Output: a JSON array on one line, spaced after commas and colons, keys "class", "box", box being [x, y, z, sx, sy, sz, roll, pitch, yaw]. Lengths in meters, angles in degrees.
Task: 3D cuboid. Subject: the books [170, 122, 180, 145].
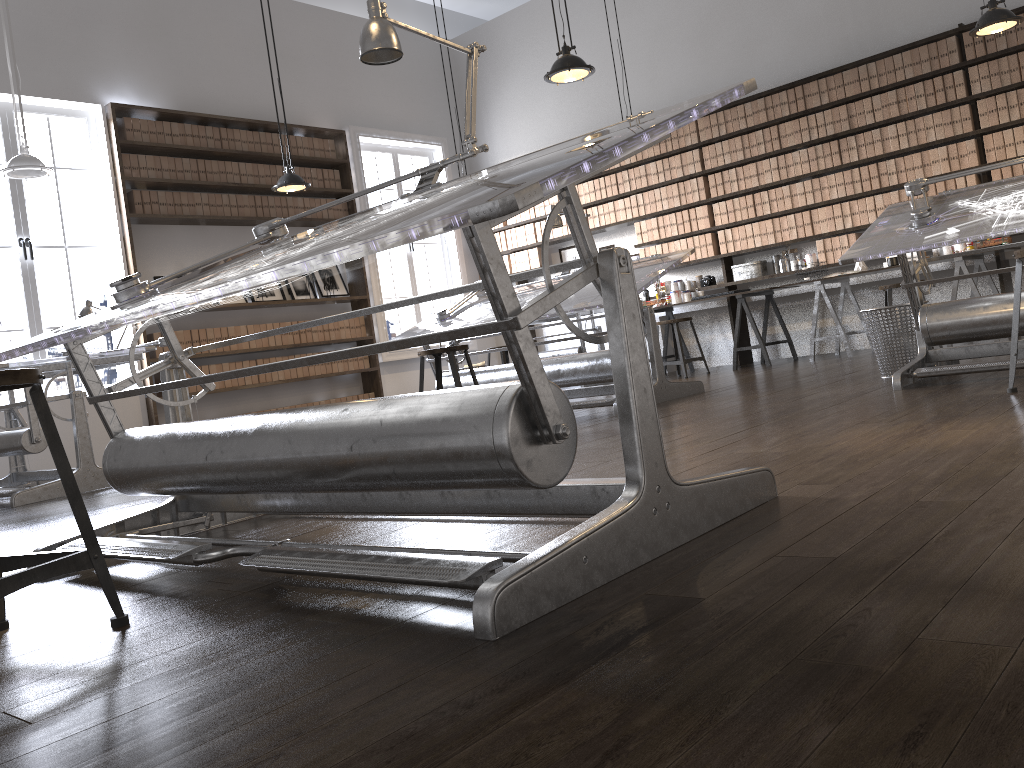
[{"class": "books", "box": [-3.056, -2.210, 7.937, 0.174, 0.226, 0.067, -9, -1, 41]}]

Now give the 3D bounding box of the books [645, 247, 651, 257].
[{"class": "books", "box": [1.437, -1.278, 8.999, 0.066, 0.226, 0.175, -9, -1, 41]}]

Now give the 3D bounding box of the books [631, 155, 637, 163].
[{"class": "books", "box": [1.274, -2.360, 9.019, 0.066, 0.226, 0.175, -9, -1, 41]}]

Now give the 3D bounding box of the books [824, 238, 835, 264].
[{"class": "books", "box": [2.828, -1.171, 7.807, 0.066, 0.226, 0.175, -9, -1, 41]}]

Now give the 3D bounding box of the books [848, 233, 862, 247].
[{"class": "books", "box": [2.987, -1.190, 7.668, 0.066, 0.226, 0.175, -9, -1, 41]}]

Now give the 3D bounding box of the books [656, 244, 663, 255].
[{"class": "books", "box": [1.536, -1.290, 8.908, 0.066, 0.226, 0.175, -9, -1, 41]}]

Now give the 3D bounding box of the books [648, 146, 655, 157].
[{"class": "books", "box": [1.432, -2.379, 8.883, 0.066, 0.226, 0.175, -9, -1, 41]}]

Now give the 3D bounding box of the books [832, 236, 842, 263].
[{"class": "books", "box": [2.881, -1.178, 7.760, 0.066, 0.226, 0.175, -9, -1, 41]}]

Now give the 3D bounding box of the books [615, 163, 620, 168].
[{"class": "books", "box": [1.123, -2.341, 9.151, 0.066, 0.226, 0.175, -9, -1, 41]}]

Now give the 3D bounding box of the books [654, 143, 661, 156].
[{"class": "books", "box": [1.483, -2.385, 8.833, 0.066, 0.226, 0.175, -9, -1, 41]}]

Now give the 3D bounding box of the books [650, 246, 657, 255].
[{"class": "books", "box": [1.483, -1.284, 8.956, 0.066, 0.226, 0.175, -9, -1, 41]}]

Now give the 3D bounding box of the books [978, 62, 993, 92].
[{"class": "books", "box": [3.709, -2.376, 6.905, 0.066, 0.226, 0.175, -9, -1, 41]}]

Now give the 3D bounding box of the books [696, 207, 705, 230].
[{"class": "books", "box": [1.869, -1.604, 8.589, 0.066, 0.226, 0.175, -9, -1, 41]}]

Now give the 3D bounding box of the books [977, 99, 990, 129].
[{"class": "books", "box": [3.714, -2.106, 6.936, 0.066, 0.226, 0.175, -9, -1, 41]}]

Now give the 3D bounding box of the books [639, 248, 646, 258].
[{"class": "books", "box": [1.385, -1.272, 9.039, 0.066, 0.226, 0.175, -9, -1, 41]}]

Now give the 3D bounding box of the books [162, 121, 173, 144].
[{"class": "books", "box": [-3.102, -2.201, 7.881, 0.174, 0.226, 0.067, -9, -1, 41]}]

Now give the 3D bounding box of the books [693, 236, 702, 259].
[{"class": "books", "box": [1.849, -1.328, 8.636, 0.066, 0.226, 0.175, -9, -1, 41]}]

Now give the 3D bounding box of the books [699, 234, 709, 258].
[{"class": "books", "box": [1.900, -1.334, 8.595, 0.066, 0.226, 0.175, -9, -1, 41]}]

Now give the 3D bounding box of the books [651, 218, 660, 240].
[{"class": "books", "box": [1.490, -1.557, 8.917, 0.066, 0.226, 0.175, -9, -1, 41]}]

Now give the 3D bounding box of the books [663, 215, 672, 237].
[{"class": "books", "box": [1.597, -1.571, 8.831, 0.066, 0.226, 0.175, -9, -1, 41]}]

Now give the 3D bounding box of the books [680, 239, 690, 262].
[{"class": "books", "box": [1.745, -1.316, 8.721, 0.066, 0.226, 0.175, -9, -1, 41]}]

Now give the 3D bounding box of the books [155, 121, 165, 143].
[{"class": "books", "box": [-3.151, -2.192, 7.830, 0.174, 0.226, 0.067, -9, -1, 41]}]

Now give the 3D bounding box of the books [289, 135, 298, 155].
[{"class": "books", "box": [-2.239, -2.361, 8.889, 0.174, 0.226, 0.067, -9, -1, 41]}]

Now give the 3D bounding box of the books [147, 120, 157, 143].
[{"class": "books", "box": [-3.198, -2.184, 7.779, 0.174, 0.226, 0.067, -9, -1, 41]}]

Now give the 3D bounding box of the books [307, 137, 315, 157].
[{"class": "books", "box": [-2.105, -2.386, 9.044, 0.174, 0.226, 0.067, -9, -1, 41]}]

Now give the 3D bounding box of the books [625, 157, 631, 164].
[{"class": "books", "box": [1.221, -2.354, 9.068, 0.066, 0.226, 0.175, -9, -1, 41]}]

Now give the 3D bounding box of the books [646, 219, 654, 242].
[{"class": "books", "box": [1.443, -1.552, 8.964, 0.066, 0.226, 0.175, -9, -1, 41]}]

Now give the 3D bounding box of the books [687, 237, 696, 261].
[{"class": "books", "box": [1.799, -1.322, 8.674, 0.066, 0.226, 0.175, -9, -1, 41]}]

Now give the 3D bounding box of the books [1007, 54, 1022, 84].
[{"class": "books", "box": [3.864, -2.395, 6.778, 0.066, 0.226, 0.175, -9, -1, 41]}]

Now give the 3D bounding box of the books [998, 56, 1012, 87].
[{"class": "books", "box": [3.813, -2.389, 6.819, 0.066, 0.226, 0.175, -9, -1, 41]}]

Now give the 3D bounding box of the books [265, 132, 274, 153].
[{"class": "books", "box": [-2.420, -2.328, 8.671, 0.174, 0.226, 0.067, -9, -1, 41]}]

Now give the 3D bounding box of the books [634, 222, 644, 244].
[{"class": "books", "box": [1.340, -1.539, 9.050, 0.066, 0.226, 0.175, -9, -1, 41]}]

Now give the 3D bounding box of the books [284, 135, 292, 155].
[{"class": "books", "box": [-2.286, -2.353, 8.837, 0.174, 0.226, 0.067, -9, -1, 41]}]

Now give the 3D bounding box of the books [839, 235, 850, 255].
[{"class": "books", "box": [2.931, -1.183, 7.711, 0.066, 0.226, 0.175, -9, -1, 41]}]

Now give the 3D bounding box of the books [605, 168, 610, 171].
[{"class": "books", "box": [1.023, -2.330, 9.246, 0.066, 0.226, 0.175, -9, -1, 41]}]

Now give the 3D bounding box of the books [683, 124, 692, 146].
[{"class": "books", "box": [1.746, -2.417, 8.606, 0.066, 0.226, 0.175, -9, -1, 41]}]

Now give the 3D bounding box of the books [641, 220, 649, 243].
[{"class": "books", "box": [1.395, -1.546, 9.004, 0.066, 0.226, 0.175, -9, -1, 41]}]

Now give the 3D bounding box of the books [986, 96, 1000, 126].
[{"class": "books", "box": [3.759, -2.111, 6.891, 0.066, 0.226, 0.175, -9, -1, 41]}]

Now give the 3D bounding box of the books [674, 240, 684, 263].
[{"class": "books", "box": [1.694, -1.309, 8.771, 0.066, 0.226, 0.175, -9, -1, 41]}]

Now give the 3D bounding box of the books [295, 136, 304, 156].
[{"class": "books", "box": [-2.190, -2.370, 8.939, 0.174, 0.226, 0.067, -9, -1, 41]}]

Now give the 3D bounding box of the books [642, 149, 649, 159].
[{"class": "books", "box": [1.382, -2.373, 8.932, 0.066, 0.226, 0.175, -9, -1, 41]}]

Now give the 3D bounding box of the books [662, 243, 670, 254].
[{"class": "books", "box": [1.591, -1.297, 8.864, 0.066, 0.226, 0.175, -9, -1, 41]}]

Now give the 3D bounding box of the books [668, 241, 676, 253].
[{"class": "books", "box": [1.644, -1.304, 8.820, 0.066, 0.226, 0.175, -9, -1, 41]}]

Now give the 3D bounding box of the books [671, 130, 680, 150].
[{"class": "books", "box": [1.643, -2.405, 8.699, 0.066, 0.226, 0.175, -9, -1, 41]}]

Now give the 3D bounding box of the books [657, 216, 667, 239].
[{"class": "books", "box": [1.544, -1.564, 8.877, 0.066, 0.226, 0.175, -9, -1, 41]}]

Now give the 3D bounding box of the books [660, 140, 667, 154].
[{"class": "books", "box": [1.537, -2.392, 8.786, 0.066, 0.226, 0.175, -9, -1, 41]}]

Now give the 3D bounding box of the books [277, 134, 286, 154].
[{"class": "books", "box": [-2.328, -2.345, 8.782, 0.174, 0.226, 0.067, -9, -1, 41]}]

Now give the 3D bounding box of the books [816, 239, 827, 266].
[{"class": "books", "box": [2.774, -1.164, 7.847, 0.066, 0.226, 0.175, -9, -1, 41]}]

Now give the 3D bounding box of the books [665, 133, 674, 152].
[{"class": "books", "box": [1.587, -2.398, 8.747, 0.066, 0.226, 0.175, -9, -1, 41]}]

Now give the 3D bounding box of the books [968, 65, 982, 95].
[{"class": "books", "box": [3.658, -2.370, 6.955, 0.066, 0.226, 0.175, -9, -1, 41]}]

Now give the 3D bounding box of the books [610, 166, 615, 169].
[{"class": "books", "box": [1.076, -2.336, 9.199, 0.066, 0.226, 0.175, -9, -1, 41]}]

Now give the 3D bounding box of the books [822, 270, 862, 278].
[{"class": "books", "box": [2.745, -0.905, 7.241, 0.353, 0.029, 0.257, -7, 2, 41]}]

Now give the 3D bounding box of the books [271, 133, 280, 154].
[{"class": "books", "box": [-2.373, -2.336, 8.725, 0.174, 0.226, 0.067, -9, -1, 41]}]

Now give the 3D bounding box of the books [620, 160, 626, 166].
[{"class": "books", "box": [1.175, -2.348, 9.110, 0.066, 0.226, 0.175, -9, -1, 41]}]

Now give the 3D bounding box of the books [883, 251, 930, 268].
[{"class": "books", "box": [3.148, -1.017, 7.116, 0.293, 0.148, 0.387, -7, 2, 41]}]

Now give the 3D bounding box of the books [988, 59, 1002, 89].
[{"class": "books", "box": [3.763, -2.383, 6.857, 0.066, 0.226, 0.175, -9, -1, 41]}]

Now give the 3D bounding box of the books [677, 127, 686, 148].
[{"class": "books", "box": [1.697, -2.412, 8.655, 0.066, 0.226, 0.175, -9, -1, 41]}]

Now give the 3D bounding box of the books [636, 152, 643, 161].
[{"class": "books", "box": [1.329, -2.367, 8.976, 0.066, 0.226, 0.175, -9, -1, 41]}]

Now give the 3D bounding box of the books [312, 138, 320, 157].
[{"class": "books", "box": [-2.058, -2.395, 9.091, 0.174, 0.226, 0.067, -9, -1, 41]}]
